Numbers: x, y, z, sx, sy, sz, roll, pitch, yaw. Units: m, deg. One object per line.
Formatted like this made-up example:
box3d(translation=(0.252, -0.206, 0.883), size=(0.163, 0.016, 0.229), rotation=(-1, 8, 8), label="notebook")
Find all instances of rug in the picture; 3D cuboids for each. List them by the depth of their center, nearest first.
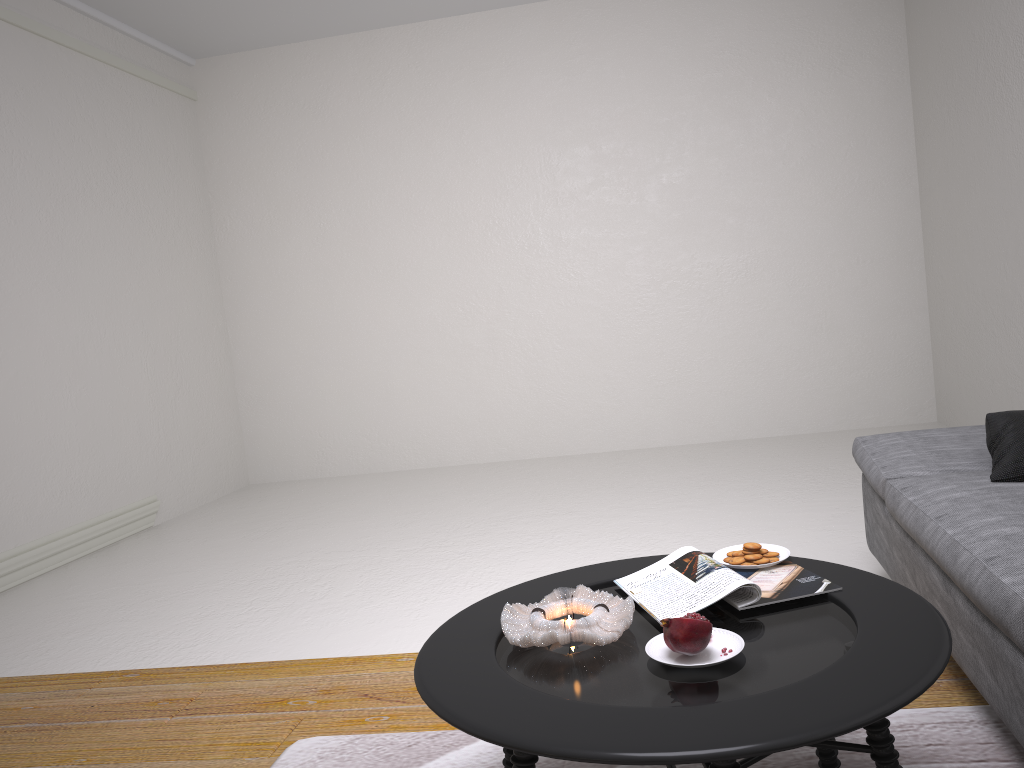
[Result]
box3d(translation=(0.061, 1.005, 0.361), size=(1.939, 0.008, 3.728), rotation=(-6, 4, 10), label="rug")

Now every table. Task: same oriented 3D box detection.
box3d(translation=(0.318, 0.666, 1.648), size=(0.940, 0.449, 0.948), rotation=(-6, 4, 7), label="table")

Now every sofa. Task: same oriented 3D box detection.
box3d(translation=(1.445, 0.395, 1.491), size=(1.096, 0.773, 3.075), rotation=(-6, 4, 10), label="sofa")

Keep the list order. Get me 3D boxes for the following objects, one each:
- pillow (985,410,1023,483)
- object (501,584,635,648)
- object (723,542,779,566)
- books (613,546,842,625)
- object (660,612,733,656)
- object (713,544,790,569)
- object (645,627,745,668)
box3d(translation=(1.516, 0.163, 2.407), size=(0.414, 0.268, 0.408), rotation=(-4, 5, 30), label="pillow")
box3d(translation=(0.107, 0.440, 1.668), size=(0.250, 0.062, 0.257), rotation=(-5, 4, 17), label="object")
box3d(translation=(0.526, 0.369, 1.949), size=(0.122, 0.036, 0.117), rotation=(-9, 5, -29), label="object")
box3d(translation=(0.427, 0.390, 1.819), size=(0.375, 0.048, 0.302), rotation=(-7, 4, -12), label="books")
box3d(translation=(0.301, 0.419, 1.496), size=(0.108, 0.082, 0.090), rotation=(-2, 6, 44), label="object")
box3d(translation=(0.526, 0.382, 1.948), size=(0.168, 0.015, 0.166), rotation=(-7, 4, -8), label="object")
box3d(translation=(0.312, 0.452, 1.510), size=(0.171, 0.015, 0.164), rotation=(-10, 5, -35), label="object")
